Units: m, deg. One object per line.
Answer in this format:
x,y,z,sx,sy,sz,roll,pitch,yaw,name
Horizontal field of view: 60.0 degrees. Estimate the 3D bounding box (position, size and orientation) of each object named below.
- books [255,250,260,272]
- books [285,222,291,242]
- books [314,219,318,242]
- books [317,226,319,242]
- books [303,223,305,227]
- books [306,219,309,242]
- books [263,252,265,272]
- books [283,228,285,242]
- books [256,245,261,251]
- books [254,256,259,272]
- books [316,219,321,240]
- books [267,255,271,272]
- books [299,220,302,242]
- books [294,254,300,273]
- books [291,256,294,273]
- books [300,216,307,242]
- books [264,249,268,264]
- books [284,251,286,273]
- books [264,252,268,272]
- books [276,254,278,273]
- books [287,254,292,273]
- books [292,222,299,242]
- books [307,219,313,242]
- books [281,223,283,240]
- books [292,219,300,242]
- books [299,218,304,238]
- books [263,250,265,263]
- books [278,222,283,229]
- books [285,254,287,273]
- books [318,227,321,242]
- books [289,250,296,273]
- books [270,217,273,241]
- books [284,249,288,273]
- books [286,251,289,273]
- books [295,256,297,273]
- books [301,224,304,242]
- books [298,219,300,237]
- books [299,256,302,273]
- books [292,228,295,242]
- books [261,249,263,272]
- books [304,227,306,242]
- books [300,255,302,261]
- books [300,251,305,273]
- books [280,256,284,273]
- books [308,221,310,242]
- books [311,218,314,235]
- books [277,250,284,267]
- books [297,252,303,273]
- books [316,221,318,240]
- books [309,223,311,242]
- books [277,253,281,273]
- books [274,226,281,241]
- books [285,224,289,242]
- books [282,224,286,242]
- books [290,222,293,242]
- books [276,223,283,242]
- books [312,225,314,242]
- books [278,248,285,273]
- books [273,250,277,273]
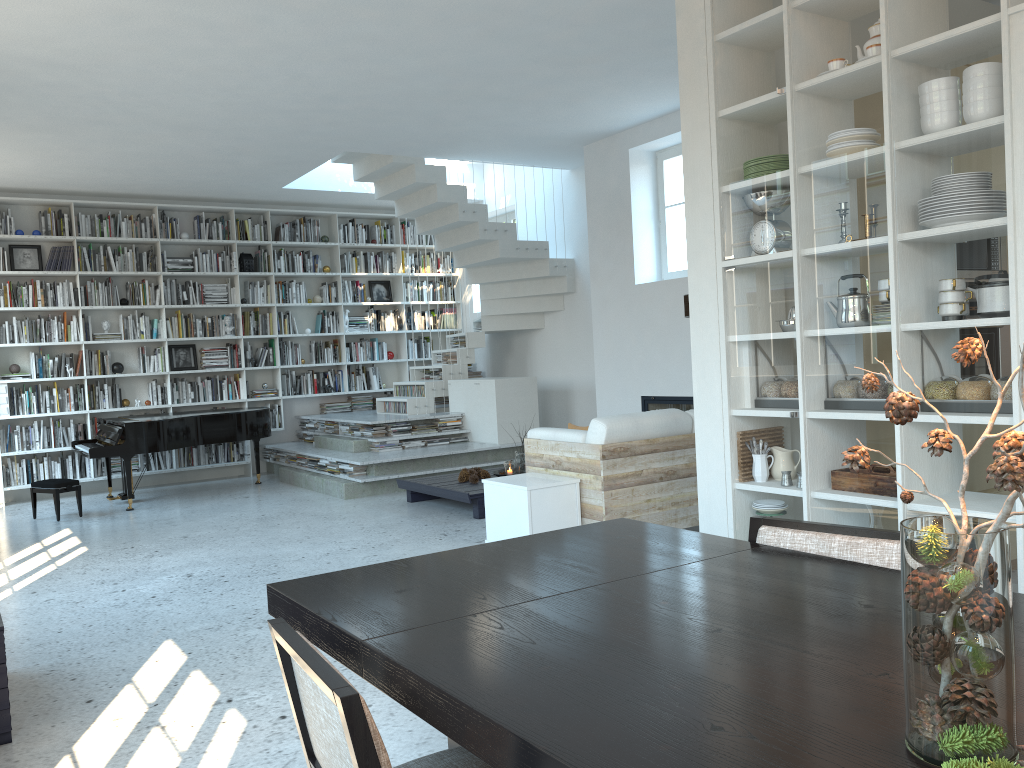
-3.027,-1.445,10.550,0.021,0.272,0.190,-5,3,-33,books
-2.728,-1.826,10.771,0.030,0.255,0.161,-5,3,-33,books
-2.447,-1.868,10.942,0.013,0.297,0.188,-5,3,-33,books
-2.429,-1.828,10.963,0.018,0.214,0.157,-5,3,-33,books
-2.561,-1.836,10.872,0.008,0.251,0.170,-5,3,-33,books
-2.537,-1.862,10.866,0.015,0.299,0.183,-5,3,-33,books
-2.984,-1.440,10.597,0.005,0.255,0.158,-5,3,-33,books
-2.785,-1.786,10.734,0.009,0.183,0.160,-5,3,-33,books
-3.024,-1.480,10.586,0.025,0.339,0.143,-5,3,-33,books
-3.050,-1.415,10.575,0.019,0.214,0.156,-5,3,-33,books
-2.405,-1.876,10.968,0.006,0.306,0.163,-5,3,-33,books
-2.930,-1.423,10.616,0.008,0.214,0.223,-5,3,-33,books
-2.611,-1.850,10.856,0.007,0.285,0.159,-5,3,-33,books
-2.635,-1.456,10.828,0.023,0.237,0.149,-5,3,-33,books
-2.696,-1.445,10.809,0.028,0.223,0.142,-5,3,-33,books
-2.556,-1.876,10.873,0.007,0.329,0.183,-5,3,-33,books
-2.956,-1.461,10.639,0.005,0.292,0.130,-5,3,-33,books
-2.773,-1.461,10.735,0.010,0.269,0.166,-5,3,-33,books
-2.957,-1.438,10.598,0.013,0.248,0.186,-5,3,-33,books
-2.854,-1.441,10.700,0.012,0.240,0.138,-5,3,-33,books
-2.720,-1.452,10.767,0.027,0.241,0.160,-5,3,-33,books
-2.648,-1.833,10.797,0.028,0.258,0.185,-5,3,-33,books
-2.493,-1.869,10.911,0.008,0.307,0.182,-5,3,-33,books
-2.805,-1.815,10.722,0.011,0.244,0.172,-5,3,-33,books
-2.640,-1.852,10.830,0.024,0.292,0.167,-5,3,-33,books
-2.584,-1.866,10.858,0.006,0.312,0.179,-5,3,-33,books
-2.992,-1.457,10.625,0.013,0.289,0.131,-5,3,-33,books
-2.801,-1.821,10.735,0.012,0.255,0.133,-5,3,-33,books
-2.768,-1.446,10.749,0.012,0.236,0.165,-5,3,-33,books
-2.410,-1.826,10.964,0.014,0.209,0.188,-5,3,-33,books
-2.679,-1.477,10.815,0.013,0.284,0.154,-5,3,-33,books
-2.913,-1.836,10.629,0.019,0.304,0.176,-5,3,-33,books
-2.761,-1.477,10.761,0.021,0.296,0.138,-5,3,-33,books
-2.750,-1.468,10.776,0.012,0.277,0.133,-5,3,-33,books
-2.661,-1.444,10.825,0.025,0.216,0.144,-5,3,-33,books
-2.589,-1.824,10.848,0.018,0.231,0.160,-5,3,-33,books
-2.629,-1.854,10.851,0.017,0.295,0.139,-5,3,-33,books
-2.608,-1.443,10.828,0.021,0.209,0.181,-5,3,-33,books
-2.693,-1.797,10.817,0.031,0.190,0.132,-5,3,-33,books
-2.998,-1.455,10.577,0.021,0.288,0.179,-5,3,-33,books
-2.562,-1.811,10.853,0.018,0.201,0.188,-5,3,-33,books
-2.602,-1.451,10.848,0.011,0.222,0.159,-5,3,-33,books
-2.576,-1.485,10.882,0.012,0.285,0.159,-5,3,-33,books
-2.802,-1.428,10.704,0.026,0.208,0.181,-5,3,-33,books
-2.524,-1.851,10.903,0.008,0.275,0.163,-5,3,-33,books
-2.477,-1.879,10.956,0.008,0.321,0.133,-5,3,-33,books
-2.798,-1.467,10.727,0.011,0.283,0.173,-5,3,-33,books
-2.595,-1.473,10.855,0.012,0.265,0.156,-5,3,-33,books
-2.434,-1.860,10.943,0.008,0.279,0.180,-5,3,-33,books
-2.510,-1.841,10.911,0.024,0.252,0.149,-5,3,-33,books
-2.835,-1.444,10.705,0.026,0.243,0.148,-5,3,-33,books
-2.827,-1.793,10.689,0.046,0.206,0.183,-5,3,-33,books
-2.752,-1.810,10.756,0.028,0.226,0.163,-5,3,-33,books
-2.770,-1.810,10.729,0.013,0.229,0.174,-5,3,-33,books
-2.707,-1.829,10.787,0.021,0.256,0.169,-5,3,-33,books
-2.809,-1.814,10.709,0.009,0.244,0.173,-5,3,-33,books
-2.478,-1.867,10.935,0.019,0.299,0.137,-5,3,-33,books
-2.784,-1.480,10.728,0.014,0.307,0.152,-5,3,-33,books
-2.866,-1.463,10.675,0.012,0.285,0.159,-5,3,-33,books
